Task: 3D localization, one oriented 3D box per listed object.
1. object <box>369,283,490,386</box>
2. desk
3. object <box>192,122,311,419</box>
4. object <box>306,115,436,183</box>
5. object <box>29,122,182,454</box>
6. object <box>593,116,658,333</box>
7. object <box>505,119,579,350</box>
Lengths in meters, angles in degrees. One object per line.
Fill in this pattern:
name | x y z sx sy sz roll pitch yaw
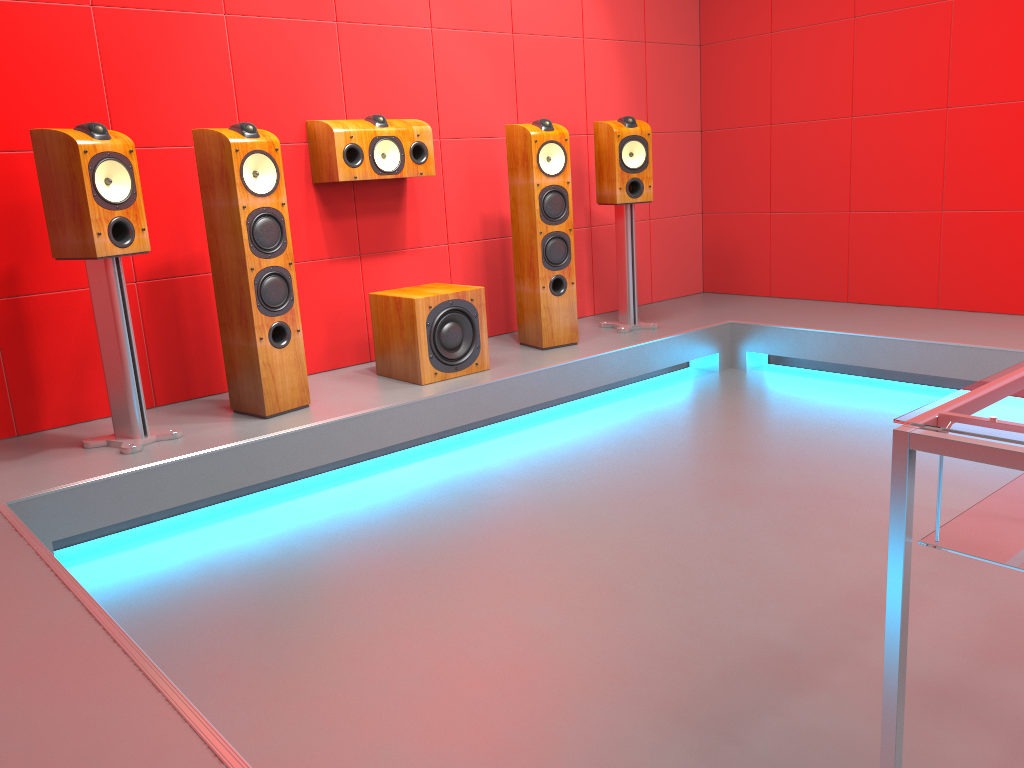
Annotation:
object | -0.352 -0.225 3.817 0.360 0.360 0.360 -14 17 -38
desk | 1.316 0.277 1.618 1.617 0.690 0.594 -14 17 -38
object | -0.950 -0.413 3.267 0.238 1.052 0.203 7 17 39
object | -0.610 -1.033 3.879 0.493 0.271 0.235 -14 17 -38
object | -1.342 -0.315 2.945 0.265 1.058 0.231 4 15 29
object | 0.577 -0.810 4.519 0.231 1.058 0.265 -8 14 -19
object | 0.146 -0.703 4.195 0.203 1.052 0.238 -11 15 -29
